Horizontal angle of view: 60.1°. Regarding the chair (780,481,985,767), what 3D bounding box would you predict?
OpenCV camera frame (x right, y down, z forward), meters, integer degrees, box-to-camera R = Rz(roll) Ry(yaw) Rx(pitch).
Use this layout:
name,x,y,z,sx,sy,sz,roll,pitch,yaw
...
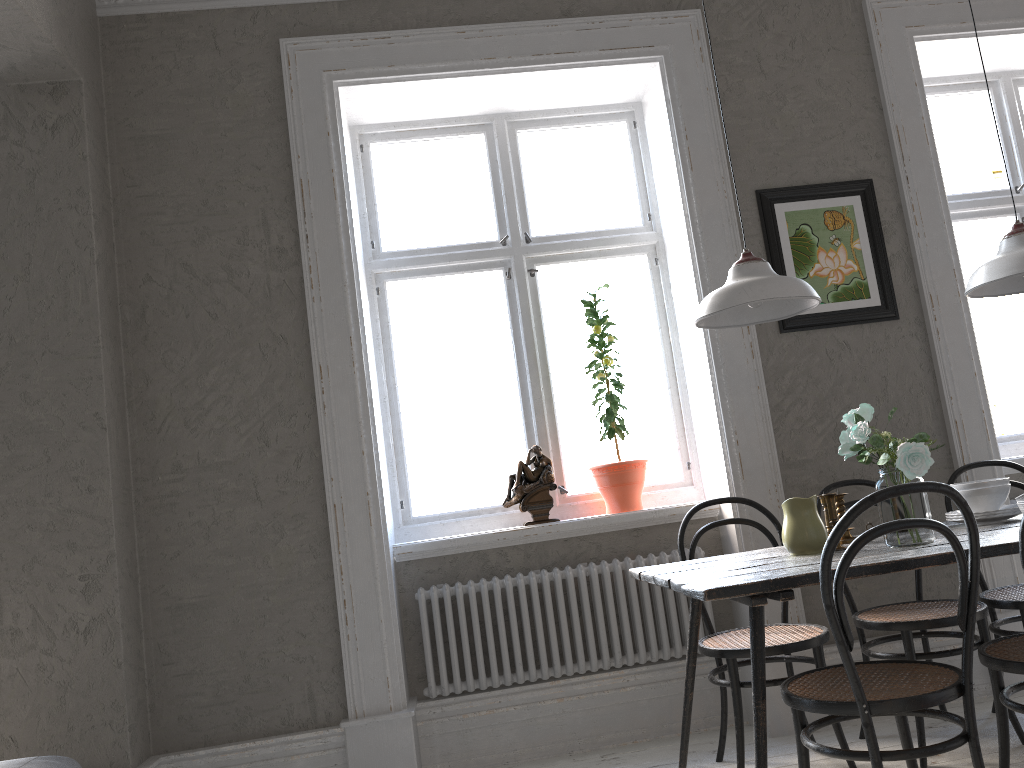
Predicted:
name,x,y,z,sx,sy,sz,roll,pitch,yaw
chair,0.886,0.710,2.126,0.441,0.920,0.546,-7,-8,-8

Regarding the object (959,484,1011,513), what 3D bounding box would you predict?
name,x,y,z,sx,sy,sz,roll,pitch,yaw
object,1.523,0.381,2.865,0.181,0.094,0.178,-6,-8,-15

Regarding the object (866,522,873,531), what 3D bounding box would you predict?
name,x,y,z,sx,sy,sz,roll,pitch,yaw
object,1.289,0.445,3.008,0.142,0.112,0.137,-4,-9,-23

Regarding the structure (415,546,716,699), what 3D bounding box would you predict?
name,x,y,z,sx,sy,sz,roll,pitch,yaw
structure,0.238,0.942,3.543,1.231,0.428,0.148,-7,-8,-9

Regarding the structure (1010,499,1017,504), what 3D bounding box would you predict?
name,x,y,z,sx,sy,sz,roll,pitch,yaw
structure,2.748,0.638,3.852,1.231,0.428,0.148,-7,-8,-9

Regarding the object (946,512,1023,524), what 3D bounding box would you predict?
name,x,y,z,sx,sy,sz,roll,pitch,yaw
object,1.531,0.434,2.857,0.235,0.027,0.239,-10,-8,12

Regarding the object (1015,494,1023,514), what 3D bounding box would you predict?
name,x,y,z,sx,sy,sz,roll,pitch,yaw
object,1.580,0.351,2.655,0.127,0.119,0.125,-9,-8,10

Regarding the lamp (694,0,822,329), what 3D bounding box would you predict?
name,x,y,z,sx,sy,sz,roll,pitch,yaw
lamp,0.617,-1.117,2.789,0.372,1.857,0.387,-12,-9,31

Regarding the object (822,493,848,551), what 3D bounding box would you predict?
name,x,y,z,sx,sy,sz,roll,pitch,yaw
object,0.962,0.411,2.644,0.059,0.167,0.059,-9,-8,8

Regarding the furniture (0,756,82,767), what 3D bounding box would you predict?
name,x,y,z,sx,sy,sz,roll,pitch,yaw
furniture,-1.648,1.307,2.305,0.832,0.475,0.581,-7,-8,-6

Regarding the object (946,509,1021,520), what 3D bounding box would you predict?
name,x,y,z,sx,sy,sz,roll,pitch,yaw
object,1.530,0.425,2.858,0.242,0.027,0.232,-2,-10,-38

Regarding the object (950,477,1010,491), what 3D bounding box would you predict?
name,x,y,z,sx,sy,sz,roll,pitch,yaw
object,1.521,0.362,2.867,0.181,0.094,0.178,-6,-8,-15

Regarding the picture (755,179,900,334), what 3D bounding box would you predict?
name,x,y,z,sx,sy,sz,roll,pitch,yaw
picture,1.321,-0.542,3.708,0.523,0.619,0.020,-7,-8,-7

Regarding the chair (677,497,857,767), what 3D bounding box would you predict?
name,x,y,z,sx,sy,sz,roll,pitch,yaw
chair,0.845,0.847,3.044,0.437,0.920,0.550,-8,-8,2

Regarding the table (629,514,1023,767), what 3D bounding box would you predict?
name,x,y,z,sx,sy,sz,roll,pitch,yaw
table,1.416,0.803,2.625,1.929,0.734,0.901,-7,-8,-7

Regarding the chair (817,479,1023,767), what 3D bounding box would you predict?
name,x,y,z,sx,sy,sz,roll,pitch,yaw
chair,1.395,0.781,3.116,0.441,0.920,0.546,-7,-8,-8

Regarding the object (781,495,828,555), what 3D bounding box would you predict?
name,x,y,z,sx,sy,sz,roll,pitch,yaw
object,0.876,0.427,2.688,0.139,0.169,0.146,0,-11,-44

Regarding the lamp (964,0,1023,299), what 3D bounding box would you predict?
name,x,y,z,sx,sy,sz,roll,pitch,yaw
lamp,1.502,-1.224,2.898,0.379,1.857,0.380,-8,-8,2

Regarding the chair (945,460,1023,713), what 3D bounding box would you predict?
name,x,y,z,sx,sy,sz,roll,pitch,yaw
chair,1.878,0.720,3.157,0.436,0.920,0.552,-9,-8,7

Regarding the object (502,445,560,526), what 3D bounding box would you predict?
name,x,y,z,sx,sy,sz,roll,pitch,yaw
object,0.066,0.424,3.701,0.238,0.329,0.119,-7,-8,-5

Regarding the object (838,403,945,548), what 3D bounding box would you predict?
name,x,y,z,sx,sy,sz,roll,pitch,yaw
object,1.076,0.247,2.494,0.253,0.413,0.310,-7,-8,-7

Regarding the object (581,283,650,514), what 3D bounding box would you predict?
name,x,y,z,sx,sy,sz,roll,pitch,yaw
object,0.411,0.054,3.796,0.265,0.990,0.275,-13,-9,33

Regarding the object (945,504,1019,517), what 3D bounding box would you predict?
name,x,y,z,sx,sy,sz,roll,pitch,yaw
object,1.528,0.417,2.860,0.235,0.027,0.240,-10,-8,17

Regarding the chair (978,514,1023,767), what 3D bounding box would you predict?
name,x,y,z,sx,sy,sz,roll,pitch,yaw
chair,1.415,0.646,2.195,0.437,0.920,0.550,-8,-8,2

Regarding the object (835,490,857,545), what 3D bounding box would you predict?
name,x,y,z,sx,sy,sz,roll,pitch,yaw
object,1.057,0.423,2.838,0.097,0.172,0.094,-4,-9,-24

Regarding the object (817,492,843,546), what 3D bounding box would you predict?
name,x,y,z,sx,sy,sz,roll,pitch,yaw
object,0.989,0.423,2.770,0.061,0.172,0.063,-10,-8,16
